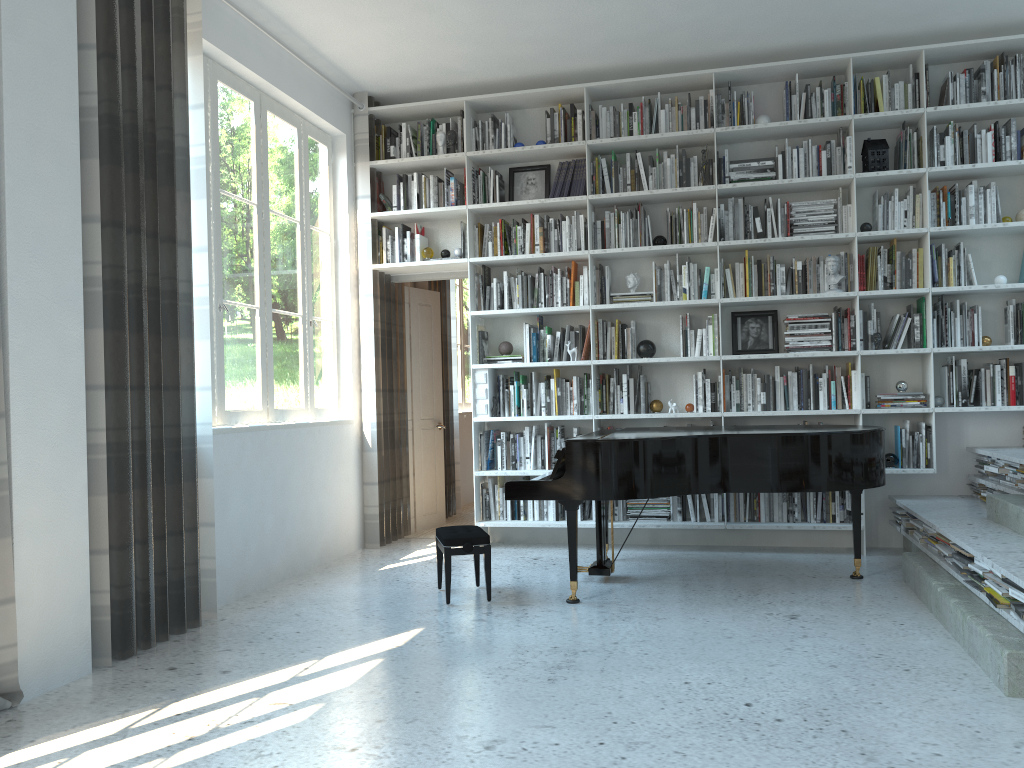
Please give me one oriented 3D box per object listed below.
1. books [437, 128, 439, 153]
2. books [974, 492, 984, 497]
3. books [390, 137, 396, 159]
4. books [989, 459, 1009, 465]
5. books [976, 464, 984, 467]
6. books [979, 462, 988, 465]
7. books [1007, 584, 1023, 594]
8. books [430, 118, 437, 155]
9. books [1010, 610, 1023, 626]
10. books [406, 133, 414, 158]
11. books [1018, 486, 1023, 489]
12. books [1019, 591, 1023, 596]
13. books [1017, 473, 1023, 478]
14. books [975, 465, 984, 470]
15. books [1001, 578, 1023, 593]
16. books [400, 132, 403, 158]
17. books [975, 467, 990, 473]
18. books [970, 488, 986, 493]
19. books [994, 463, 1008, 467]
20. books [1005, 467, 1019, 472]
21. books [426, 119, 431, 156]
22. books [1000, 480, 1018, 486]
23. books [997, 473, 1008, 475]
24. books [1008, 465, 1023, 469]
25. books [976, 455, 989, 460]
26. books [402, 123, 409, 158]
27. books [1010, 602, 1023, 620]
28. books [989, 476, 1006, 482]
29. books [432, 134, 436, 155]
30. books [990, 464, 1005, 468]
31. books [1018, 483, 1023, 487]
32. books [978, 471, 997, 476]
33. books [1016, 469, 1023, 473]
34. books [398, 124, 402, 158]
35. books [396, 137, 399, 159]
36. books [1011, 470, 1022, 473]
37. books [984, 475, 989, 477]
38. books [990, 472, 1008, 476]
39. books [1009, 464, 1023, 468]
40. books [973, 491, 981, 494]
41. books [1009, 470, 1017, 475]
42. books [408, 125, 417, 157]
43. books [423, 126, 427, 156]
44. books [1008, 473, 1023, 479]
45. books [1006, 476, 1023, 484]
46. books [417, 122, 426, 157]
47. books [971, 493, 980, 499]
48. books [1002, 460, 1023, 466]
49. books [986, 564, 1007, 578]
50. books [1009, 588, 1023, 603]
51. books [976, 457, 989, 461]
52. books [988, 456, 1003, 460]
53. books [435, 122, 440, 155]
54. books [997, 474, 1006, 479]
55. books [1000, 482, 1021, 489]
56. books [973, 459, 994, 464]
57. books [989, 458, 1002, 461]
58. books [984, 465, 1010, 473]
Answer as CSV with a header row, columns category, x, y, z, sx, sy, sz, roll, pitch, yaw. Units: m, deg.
category,x,y,z,sx,sy,sz,roll,pitch,yaw
books,-0.502,-1.706,6.389,0.021,0.226,0.156,-2,-1,14
books,2.968,0.684,5.507,0.144,0.005,0.257,-2,-1,19
books,-0.839,-1.676,6.455,0.028,0.186,0.182,-2,-1,14
books,2.919,0.454,5.183,0.163,0.018,0.289,-2,-1,13
books,2.991,0.505,5.465,0.156,0.009,0.287,-2,-1,12
books,2.998,0.497,5.463,0.145,0.008,0.298,-2,-1,13
books,1.901,0.735,3.154,0.176,0.010,0.266,-2,-1,10
books,-0.562,-1.748,6.409,0.029,0.314,0.129,-2,0,14
books,1.905,0.841,3.154,0.184,0.017,0.230,-2,-1,16
books,-0.722,-1.689,6.424,0.030,0.206,0.175,-2,-1,14
books,2.764,0.545,4.612,0.182,0.011,0.253,-2,-1,18
books,1.907,0.748,3.153,0.165,0.015,0.243,-2,-1,18
books,2.770,0.482,4.610,0.179,0.017,0.293,-2,-1,15
books,2.984,0.516,5.467,0.179,0.012,0.261,-2,-1,14
books,1.893,0.723,3.156,0.192,0.014,0.256,-2,-1,10
books,-0.771,-1.698,6.456,0.024,0.227,0.157,-2,-1,14
books,2.981,0.531,5.468,0.175,0.017,0.265,-2,-1,17
books,2.965,0.661,5.507,0.170,0.012,0.215,-2,-1,14
books,2.920,0.469,5.183,0.143,0.012,0.264,-2,-1,19
books,2.844,0.468,4.888,0.167,0.008,0.234,-2,-1,13
books,-0.585,-1.742,6.404,0.014,0.304,0.145,-2,0,14
books,2.833,0.545,4.891,0.190,0.012,0.235,-2,-1,12
books,2.918,0.516,5.183,0.163,0.008,0.295,-2,-1,12
books,2.850,0.459,4.887,0.160,0.010,0.179,-2,-1,14
books,2.987,0.454,5.466,0.159,0.011,0.246,-2,-1,11
books,-0.749,-1.727,6.440,0.028,0.283,0.189,-2,-1,14
books,1.898,0.810,3.155,0.187,0.017,0.205,-2,-1,19
books,2.917,0.559,5.184,0.173,0.017,0.233,-2,-1,13
books,-0.538,-1.685,6.392,0.024,0.187,0.159,-2,-1,14
books,2.914,0.479,5.184,0.171,0.007,0.206,-2,-1,16
books,2.770,0.532,4.610,0.178,0.014,0.247,-2,-1,12
books,2.989,0.547,5.465,0.163,0.017,0.232,-2,-1,16
books,2.765,0.457,4.611,0.187,0.009,0.261,-2,-1,13
books,-0.790,-1.725,6.452,0.010,0.281,0.160,-2,-1,14
books,-0.805,-1.681,6.472,0.031,0.195,0.145,-2,-1,14
books,2.852,0.478,4.886,0.144,0.013,0.220,-2,-1,17
books,3.003,0.562,5.462,0.134,0.014,0.181,-2,-1,11
books,2.922,0.525,5.182,0.152,0.009,0.259,-2,-1,11
books,2.849,0.447,4.887,0.149,0.013,0.220,-2,-1,17
books,2.977,0.674,5.504,0.147,0.014,0.292,-2,-1,14
books,2.855,0.491,4.885,0.150,0.013,0.215,-2,-1,14
books,-0.691,-1.719,6.410,0.057,0.262,0.190,-2,-1,14
books,-0.603,-1.718,6.423,0.030,0.257,0.130,-2,0,14
books,2.852,0.507,4.886,0.154,0.018,0.221,-2,-1,13
books,2.841,0.528,4.889,0.164,0.023,0.242,-2,-1,18
books,-0.641,-1.730,6.414,0.039,0.282,0.181,-2,-1,14
books,2.968,0.696,5.507,0.163,0.019,0.187,-2,-1,13
books,2.837,0.434,4.890,0.165,0.015,0.243,-2,-1,9
books,1.973,0.724,3.450,0.182,0.016,0.256,-2,-1,17
books,1.908,0.768,3.153,0.156,0.027,0.287,-2,-1,9
books,2.987,0.463,5.466,0.167,0.008,0.234,-2,-1,13
books,2.909,0.429,5.186,0.171,0.020,0.193,-2,-1,9
books,-0.519,-1.730,6.394,0.013,0.275,0.158,-2,-1,14
books,2.935,0.539,5.179,0.131,0.021,0.240,-2,-1,16
books,2.838,0.557,4.890,0.183,0.012,0.296,-2,-1,13
books,2.977,0.475,5.468,0.171,0.015,0.253,-2,-1,9
books,2.920,0.442,5.183,0.159,0.007,0.285,-2,-1,13
books,2.904,0.498,5.187,0.189,0.030,0.237,-2,-1,11
